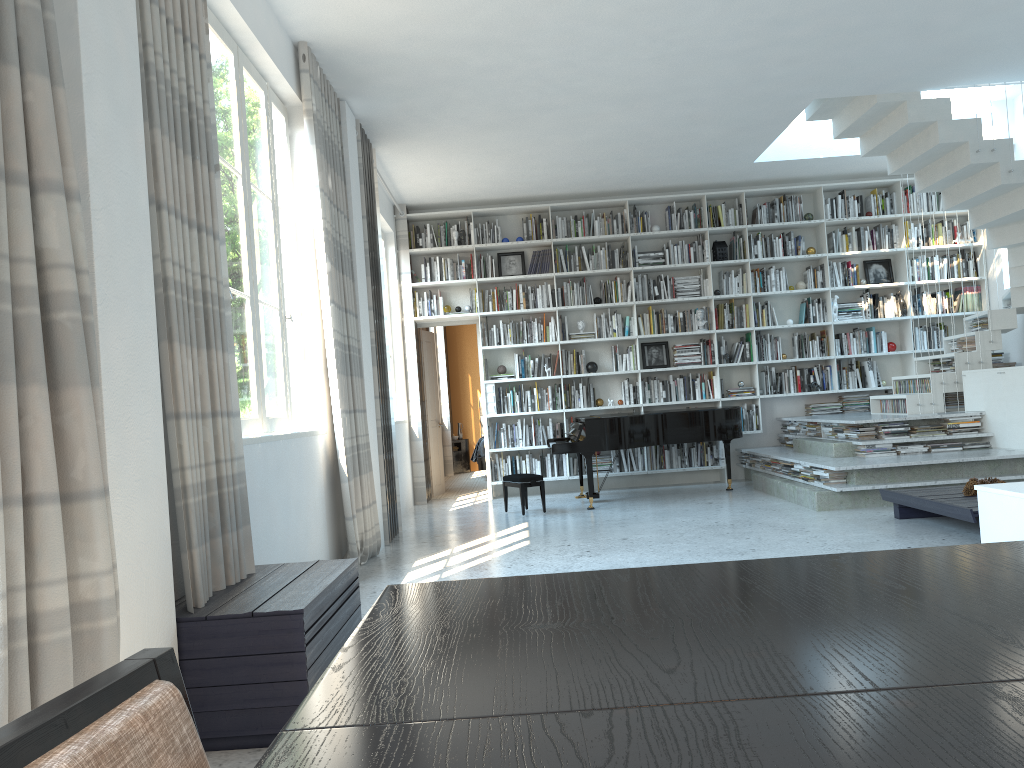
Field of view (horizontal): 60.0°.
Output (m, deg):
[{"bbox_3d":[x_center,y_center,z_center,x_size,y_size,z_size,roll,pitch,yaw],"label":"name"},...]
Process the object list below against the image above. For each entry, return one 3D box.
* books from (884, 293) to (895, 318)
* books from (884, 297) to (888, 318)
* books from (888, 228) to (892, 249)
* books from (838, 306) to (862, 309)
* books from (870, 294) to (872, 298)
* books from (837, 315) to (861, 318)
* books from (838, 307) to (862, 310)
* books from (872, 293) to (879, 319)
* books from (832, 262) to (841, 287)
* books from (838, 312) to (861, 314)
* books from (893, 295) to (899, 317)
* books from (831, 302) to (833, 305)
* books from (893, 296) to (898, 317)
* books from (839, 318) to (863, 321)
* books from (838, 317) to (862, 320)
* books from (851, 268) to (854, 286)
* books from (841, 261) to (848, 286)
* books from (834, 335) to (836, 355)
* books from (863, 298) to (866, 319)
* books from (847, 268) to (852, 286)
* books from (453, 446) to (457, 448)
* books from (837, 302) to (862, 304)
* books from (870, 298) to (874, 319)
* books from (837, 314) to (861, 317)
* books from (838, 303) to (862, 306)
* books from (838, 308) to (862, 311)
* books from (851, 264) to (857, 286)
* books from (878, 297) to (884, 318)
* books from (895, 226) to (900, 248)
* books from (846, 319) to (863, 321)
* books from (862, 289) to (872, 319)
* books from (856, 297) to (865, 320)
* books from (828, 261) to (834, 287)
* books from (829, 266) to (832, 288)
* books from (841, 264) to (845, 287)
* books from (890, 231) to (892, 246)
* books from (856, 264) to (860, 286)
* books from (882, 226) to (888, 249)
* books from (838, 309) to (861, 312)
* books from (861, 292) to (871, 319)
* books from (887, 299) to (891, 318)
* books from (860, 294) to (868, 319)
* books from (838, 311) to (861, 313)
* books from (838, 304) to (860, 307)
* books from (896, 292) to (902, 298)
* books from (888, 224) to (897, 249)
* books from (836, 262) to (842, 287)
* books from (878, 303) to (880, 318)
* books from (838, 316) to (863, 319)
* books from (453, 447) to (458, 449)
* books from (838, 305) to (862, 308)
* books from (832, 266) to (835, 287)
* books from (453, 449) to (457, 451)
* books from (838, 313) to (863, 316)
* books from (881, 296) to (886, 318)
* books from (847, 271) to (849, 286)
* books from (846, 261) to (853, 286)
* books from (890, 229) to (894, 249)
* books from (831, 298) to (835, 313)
[{"bbox_3d":[4.124,-0.846,9.691,0.021,0.271,0.191,-4,-1,0],"label":"books"},{"bbox_3d":[4.076,-0.824,9.722,0.028,0.235,0.129,-4,-1,0],"label":"books"},{"bbox_3d":[4.099,-1.566,9.706,0.030,0.241,0.162,-4,-1,0],"label":"books"},{"bbox_3d":[3.662,-0.829,9.705,0.285,0.012,0.159,-4,-2,-5],"label":"books"},{"bbox_3d":[3.922,-0.836,9.713,0.013,0.280,0.131,-4,-1,0],"label":"books"},{"bbox_3d":[3.665,-0.732,9.706,0.254,0.012,0.161,-4,-2,4],"label":"books"},{"bbox_3d":[3.663,-0.817,9.712,0.285,0.012,0.159,-4,-2,2],"label":"books"},{"bbox_3d":[3.958,-0.840,9.700,0.059,0.282,0.167,-4,-1,0],"label":"books"},{"bbox_3d":[3.536,-1.182,9.716,0.065,0.289,0.146,-4,-1,0],"label":"books"},{"bbox_3d":[3.664,-0.768,9.705,0.254,0.012,0.161,-4,-2,-5],"label":"books"},{"bbox_3d":[4.188,-0.842,9.707,0.024,0.255,0.145,-4,-1,0],"label":"books"},{"bbox_3d":[3.470,-0.775,9.688,0.027,0.221,0.184,-4,-1,0],"label":"books"},{"bbox_3d":[4.156,-0.833,9.693,0.041,0.239,0.176,-4,-1,0],"label":"books"},{"bbox_3d":[3.668,-0.696,9.705,0.285,0.012,0.159,-4,-2,4],"label":"books"},{"bbox_3d":[3.667,-0.708,9.706,0.254,0.012,0.161,-4,-2,-4],"label":"books"},{"bbox_3d":[3.705,-1.156,9.709,0.033,0.213,0.152,-4,-1,0],"label":"books"},{"bbox_3d":[3.633,-1.189,9.708,0.012,0.287,0.176,-4,-1,0],"label":"books"},{"bbox_3d":[3.506,-0.425,9.711,0.012,0.254,0.161,-4,-1,0],"label":"books"},{"bbox_3d":[3.834,-0.813,9.723,0.023,0.247,0.138,-4,-1,0],"label":"books"},{"bbox_3d":[3.668,-1.151,9.694,0.013,0.207,0.189,-4,-1,0],"label":"books"},{"bbox_3d":[-0.957,0.995,13.931,0.133,0.012,0.189,-5,-2,18],"label":"books"},{"bbox_3d":[3.658,-0.877,9.713,0.285,0.012,0.159,-4,-2,2],"label":"books"},{"bbox_3d":[3.902,-0.813,9.696,0.030,0.236,0.179,-4,-1,0],"label":"books"},{"bbox_3d":[3.664,-0.744,9.711,0.254,0.012,0.161,-4,-2,2],"label":"books"},{"bbox_3d":[3.659,-0.865,9.712,0.285,0.012,0.159,-4,-2,-2],"label":"books"},{"bbox_3d":[3.664,-0.805,9.709,0.285,0.012,0.159,-4,-2,-3],"label":"books"},{"bbox_3d":[3.730,-1.178,9.709,0.021,0.253,0.167,-4,-1,0],"label":"books"},{"bbox_3d":[4.015,-0.824,9.705,0.031,0.242,0.147,-4,-1,0],"label":"books"},{"bbox_3d":[4.190,-1.585,9.710,0.031,0.265,0.169,-4,-1,0],"label":"books"},{"bbox_3d":[3.669,-0.684,9.703,0.285,0.012,0.159,-4,-2,-5],"label":"books"},{"bbox_3d":[3.878,-0.863,9.688,0.010,0.339,0.180,-4,-1,0],"label":"books"},{"bbox_3d":[3.816,-0.815,9.705,0.012,0.254,0.161,-4,-1,0],"label":"books"},{"bbox_3d":[3.484,-1.184,9.720,0.015,0.300,0.140,-4,-1,0],"label":"books"},{"bbox_3d":[3.464,-1.159,9.733,0.030,0.253,0.128,-4,-1,0],"label":"books"},{"bbox_3d":[3.606,-1.177,9.732,0.043,0.269,0.131,-4,-1,0],"label":"books"},{"bbox_3d":[4.121,-1.570,9.724,0.014,0.246,0.142,-4,-1,0],"label":"books"},{"bbox_3d":[3.755,-1.175,9.699,0.026,0.243,0.178,-4,-1,0],"label":"books"},{"bbox_3d":[4.065,-1.579,9.699,0.036,0.272,0.177,-4,-1,0],"label":"books"},{"bbox_3d":[3.664,-0.793,9.705,0.254,0.012,0.161,-4,-2,5],"label":"books"},{"bbox_3d":[3.869,-0.843,9.689,0.011,0.300,0.184,-4,-1,0],"label":"books"},{"bbox_3d":[4.103,-0.815,9.714,0.025,0.213,0.155,-4,-1,0],"label":"books"},{"bbox_3d":[3.858,-0.834,9.716,0.012,0.285,0.159,-4,-1,0],"label":"books"},{"bbox_3d":[3.663,-0.780,9.715,0.254,0.012,0.161,-4,-2,0],"label":"books"},{"bbox_3d":[3.660,-0.853,9.712,0.254,0.012,0.161,-4,-2,2],"label":"books"},{"bbox_3d":[4.263,-0.862,9.722,0.029,0.283,0.138,-4,-1,0],"label":"books"},{"bbox_3d":[4.161,-1.592,9.712,0.026,0.284,0.147,-4,-1,0],"label":"books"},{"bbox_3d":[3.578,-1.183,9.722,0.012,0.285,0.159,-4,-1,0],"label":"books"},{"bbox_3d":[3.993,-0.839,9.727,0.010,0.278,0.129,-4,-1,0],"label":"books"},{"bbox_3d":[3.666,-0.720,9.703,0.285,0.012,0.159,-4,-2,5],"label":"books"},{"bbox_3d":[-0.957,1.012,13.922,0.189,0.022,0.133,-3,-2,-39],"label":"books"},{"bbox_3d":[3.661,-0.841,9.712,0.285,0.012,0.159,-4,-2,2],"label":"books"},{"bbox_3d":[3.499,-1.159,9.710,0.011,0.248,0.155,-4,-1,0],"label":"books"},{"bbox_3d":[-0.951,1.038,13.922,0.129,0.030,0.182,-5,-2,22],"label":"books"},{"bbox_3d":[3.665,-0.756,9.711,0.285,0.012,0.159,-4,-2,-2],"label":"books"},{"bbox_3d":[4.046,-0.829,9.723,0.031,0.250,0.133,-4,-1,0],"label":"books"},{"bbox_3d":[3.650,-1.179,9.721,0.020,0.267,0.152,-4,-1,0],"label":"books"},{"bbox_3d":[3.679,-1.191,9.706,0.014,0.285,0.175,-4,-1,0],"label":"books"},{"bbox_3d":[4.139,-1.565,9.716,0.022,0.234,0.158,-4,-1,0],"label":"books"},{"bbox_3d":[3.496,-0.799,9.719,0.028,0.267,0.138,-4,-1,0],"label":"books"}]
